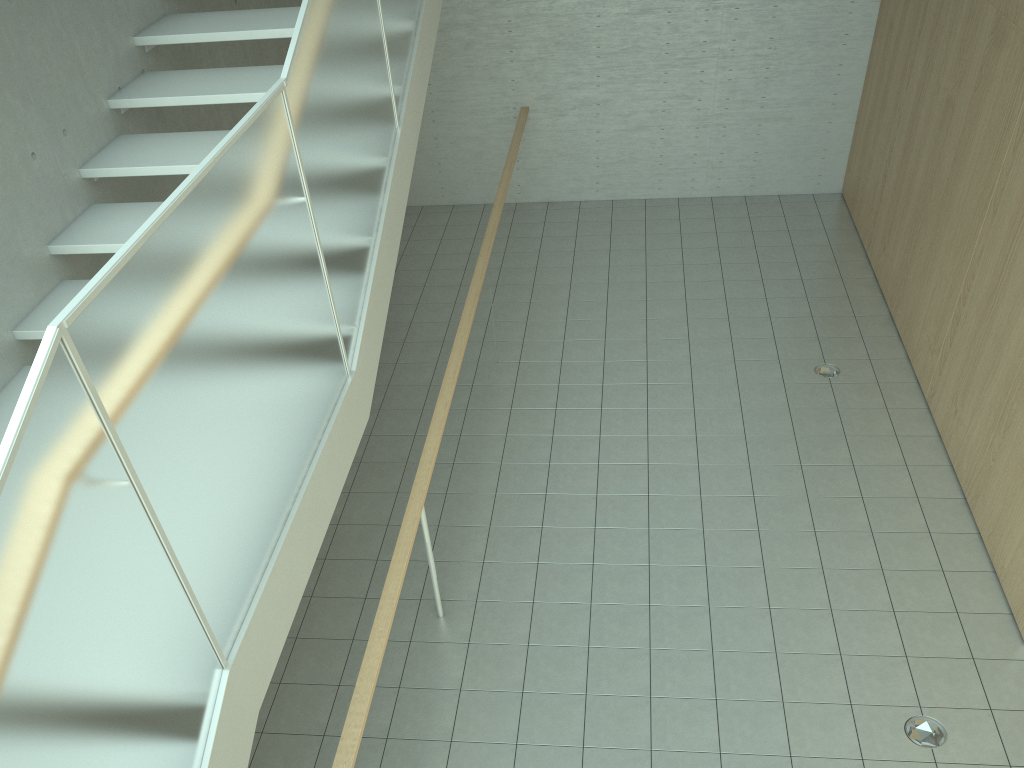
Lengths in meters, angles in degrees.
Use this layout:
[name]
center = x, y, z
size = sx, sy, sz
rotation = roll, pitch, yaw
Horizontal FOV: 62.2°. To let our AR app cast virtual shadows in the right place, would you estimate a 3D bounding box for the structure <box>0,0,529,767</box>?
[structure]
center = -1.465, -0.129, 3.226
size = 1.884, 4.955, 10.795
rotation = 2, 39, 7
